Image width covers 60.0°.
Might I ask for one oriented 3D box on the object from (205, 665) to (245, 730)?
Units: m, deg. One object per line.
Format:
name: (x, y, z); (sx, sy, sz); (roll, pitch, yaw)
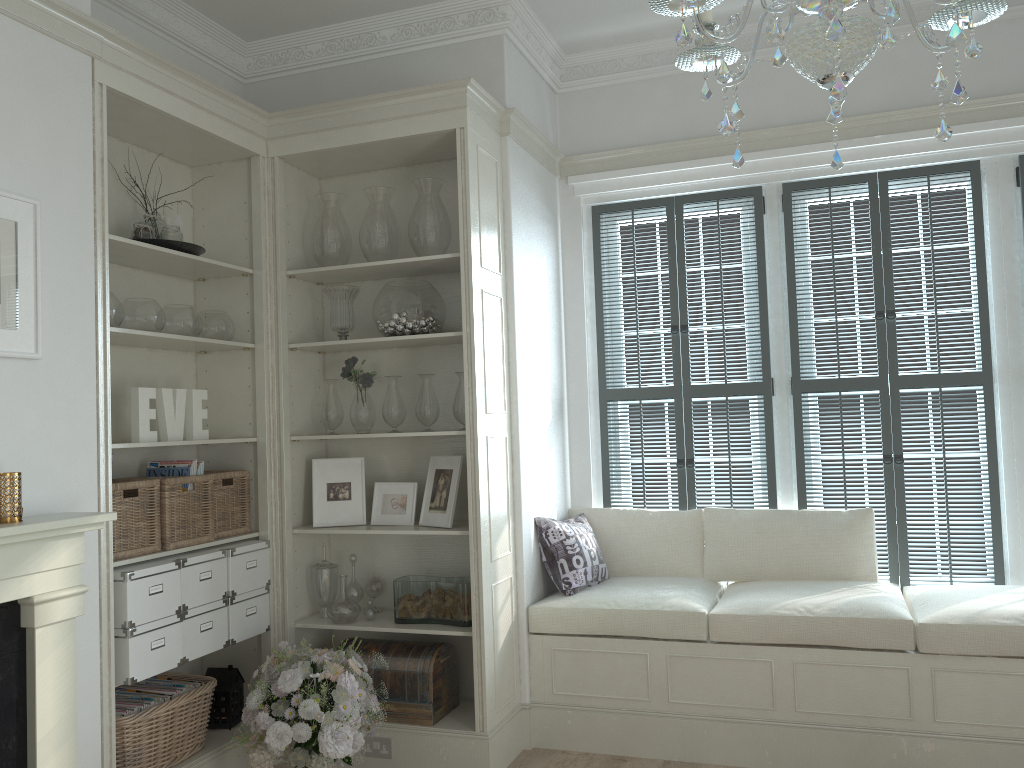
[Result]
object: (-1.208, 1.302, 3.709); (0.135, 0.248, 0.135); (-2, -3, 10)

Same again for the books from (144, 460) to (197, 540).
books: (-1.384, 0.455, 3.463); (0.221, 0.306, 0.205); (-3, -3, 20)

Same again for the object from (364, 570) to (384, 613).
object: (-0.632, 0.950, 4.067); (0.094, 0.188, 0.094); (-1, -3, -28)

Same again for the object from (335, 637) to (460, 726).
object: (-0.503, 1.258, 3.820); (0.475, 0.297, 0.290); (-3, -3, 20)

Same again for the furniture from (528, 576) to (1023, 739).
furniture: (1.684, 1.100, 3.730); (3.150, 0.459, 0.837); (-3, -3, 20)

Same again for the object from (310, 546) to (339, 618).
object: (-0.843, 0.889, 3.992); (0.129, 0.315, 0.129); (-3, -3, 25)

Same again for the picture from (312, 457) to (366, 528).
picture: (-0.778, 0.484, 3.991); (0.231, 0.300, 0.127); (-2, -3, -10)

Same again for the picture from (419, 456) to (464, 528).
picture: (-0.294, 0.459, 3.818); (0.202, 0.300, 0.124); (-5, -4, 45)

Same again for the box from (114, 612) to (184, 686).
box: (-1.434, 0.938, 3.188); (0.400, 0.191, 0.270); (-3, -3, 20)

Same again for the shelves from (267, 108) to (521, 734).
shelves: (-0.525, 0.163, 3.905); (0.972, 2.523, 0.399); (-3, -3, 20)

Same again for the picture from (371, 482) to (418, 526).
picture: (-0.514, 0.533, 3.963); (0.206, 0.192, 0.124); (-3, -3, 15)

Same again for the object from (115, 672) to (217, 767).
object: (-1.394, 1.284, 3.312); (0.408, 0.263, 0.554); (-3, -3, 20)

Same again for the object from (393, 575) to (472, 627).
object: (-0.316, 0.931, 3.820); (0.387, 0.180, 0.171); (-3, -3, 20)

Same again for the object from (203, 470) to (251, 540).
object: (-1.308, 0.510, 3.762); (0.275, 0.270, 0.276); (-3, -3, 20)

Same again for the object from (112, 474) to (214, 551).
object: (-1.374, 0.499, 3.488); (0.275, 0.270, 0.276); (-3, -3, 20)

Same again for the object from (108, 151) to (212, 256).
object: (-1.416, -0.747, 3.567); (0.457, 0.485, 0.399); (0, -3, -30)

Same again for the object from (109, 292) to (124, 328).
object: (-1.503, -0.261, 3.208); (0.185, 0.140, 0.185); (-4, -3, 39)

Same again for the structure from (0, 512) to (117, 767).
structure: (-1.661, 0.976, 2.099); (1.026, 1.191, 1.432); (-3, -3, 20)

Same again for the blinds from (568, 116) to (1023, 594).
blinds: (1.803, -0.050, 4.178); (3.076, 2.238, 0.141); (-3, -3, 20)

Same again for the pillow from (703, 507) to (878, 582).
pillow: (1.303, 0.767, 4.200); (0.787, 0.360, 0.193); (-3, -3, 20)

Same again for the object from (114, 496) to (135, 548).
object: (-1.440, 0.443, 3.196); (0.095, 0.332, 0.284); (-2, -3, -1)

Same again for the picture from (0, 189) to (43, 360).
picture: (-1.548, -0.331, 2.517); (0.024, 0.496, 0.494); (-3, -3, 20)

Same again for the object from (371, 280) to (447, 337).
object: (-0.454, -0.320, 3.916); (0.329, 0.249, 0.329); (-2, -3, -6)

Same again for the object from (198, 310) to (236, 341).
object: (-1.285, -0.241, 3.816); (0.185, 0.140, 0.185); (-4, -3, 39)

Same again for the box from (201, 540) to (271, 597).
box: (-1.257, 0.764, 3.708); (0.400, 0.191, 0.270); (-3, -3, 20)

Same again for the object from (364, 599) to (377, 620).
object: (-0.622, 0.990, 3.891); (0.056, 0.090, 0.056); (0, -3, -39)

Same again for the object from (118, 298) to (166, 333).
object: (-1.430, -0.254, 3.411); (0.185, 0.140, 0.185); (-4, -3, 39)

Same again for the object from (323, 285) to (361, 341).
object: (-0.767, -0.307, 4.014); (0.168, 0.256, 0.168); (-1, -3, -23)

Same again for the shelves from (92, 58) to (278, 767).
shelves: (-1.398, 0.174, 3.486); (0.399, 2.523, 0.992); (-3, -3, 20)

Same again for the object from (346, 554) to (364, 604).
object: (-0.721, 0.910, 4.042); (0.088, 0.271, 0.088); (-3, -3, 25)

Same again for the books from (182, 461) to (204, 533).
books: (-1.370, 0.466, 3.501); (0.221, 0.306, 0.205); (-3, -3, 20)

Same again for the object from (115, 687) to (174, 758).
object: (-1.394, 1.272, 3.307); (0.274, 0.238, 0.088); (-3, -3, 19)

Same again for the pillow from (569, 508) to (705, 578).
pillow: (0.617, 0.805, 4.449); (0.695, 0.360, 0.187); (-3, -3, 20)

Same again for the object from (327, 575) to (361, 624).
object: (-0.736, 0.938, 3.876); (0.148, 0.200, 0.148); (-1, -3, -13)

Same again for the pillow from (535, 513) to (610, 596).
pillow: (0.308, 0.812, 4.237); (0.229, 0.398, 0.550); (-4, -3, 32)

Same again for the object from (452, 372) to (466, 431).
object: (-0.203, 0.075, 3.828); (0.110, 0.251, 0.110); (-2, -3, -9)

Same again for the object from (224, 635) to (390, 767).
object: (-0.751, 1.274, 3.339); (0.570, 0.643, 0.544); (-3, -3, 11)

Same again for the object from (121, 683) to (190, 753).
object: (-1.365, 1.274, 3.388); (0.274, 0.238, 0.088); (-3, -3, 20)

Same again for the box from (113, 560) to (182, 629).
box: (-1.443, 0.747, 3.192); (0.400, 0.191, 0.270); (-3, -3, 20)

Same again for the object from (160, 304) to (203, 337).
object: (-1.358, -0.247, 3.613); (0.185, 0.140, 0.185); (-4, -3, 39)

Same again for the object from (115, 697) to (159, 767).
object: (-1.422, 1.269, 3.230); (0.274, 0.238, 0.088); (-3, -3, 20)

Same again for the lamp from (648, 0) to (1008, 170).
lamp: (0.509, -1.683, 1.562); (0.648, 2.542, 0.577); (-2, -3, -10)

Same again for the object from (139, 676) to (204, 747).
object: (-1.337, 1.277, 3.465); (0.274, 0.238, 0.088); (-3, -3, 19)

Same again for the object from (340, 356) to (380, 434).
object: (-0.684, 0.048, 4.010); (0.166, 0.355, 0.206); (0, -3, -31)

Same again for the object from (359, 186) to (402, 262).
object: (-0.594, -0.694, 4.000); (0.193, 0.362, 0.193); (-2, -3, 3)

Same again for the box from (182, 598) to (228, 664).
box: (-1.352, 0.946, 3.443); (0.400, 0.191, 0.270); (-3, -3, 20)

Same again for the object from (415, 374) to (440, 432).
object: (-0.372, 0.084, 3.889); (0.110, 0.251, 0.110); (-2, -3, -9)

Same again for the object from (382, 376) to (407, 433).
object: (-0.524, 0.092, 3.943); (0.110, 0.251, 0.110); (-2, -3, -9)

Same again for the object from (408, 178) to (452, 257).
object: (-0.362, -0.707, 3.892); (0.193, 0.362, 0.193); (-2, -3, 3)

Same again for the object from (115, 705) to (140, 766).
object: (-1.454, 1.267, 3.163); (0.274, 0.238, 0.088); (-3, -3, 20)

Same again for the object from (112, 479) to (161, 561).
object: (-1.487, 0.492, 3.231); (0.275, 0.270, 0.276); (-3, -3, 20)

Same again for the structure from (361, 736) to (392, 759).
structure: (-0.558, 1.495, 3.649); (0.140, 0.084, 0.010); (-3, -3, 20)

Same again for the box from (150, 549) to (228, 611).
box: (-1.360, 0.756, 3.459); (0.400, 0.191, 0.270); (-3, -3, 20)

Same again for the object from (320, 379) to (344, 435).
object: (-0.823, 0.107, 4.050); (0.110, 0.251, 0.110); (-2, -3, -9)

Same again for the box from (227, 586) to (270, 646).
box: (-1.257, 0.955, 3.703); (0.400, 0.191, 0.270); (-3, -3, 20)

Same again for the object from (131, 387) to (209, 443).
object: (-1.348, 0.123, 3.513); (0.039, 0.207, 0.393); (-3, -3, 20)

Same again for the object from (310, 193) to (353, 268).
object: (-0.829, -0.683, 4.076); (0.193, 0.362, 0.193); (-2, -3, 3)

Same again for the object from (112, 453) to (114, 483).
object: (-1.533, 0.438, 3.304); (0.094, 0.361, 0.127); (-3, -3, 19)

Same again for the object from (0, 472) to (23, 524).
object: (-1.433, 0.322, 2.507); (0.087, 0.140, 0.090); (0, -3, -33)
